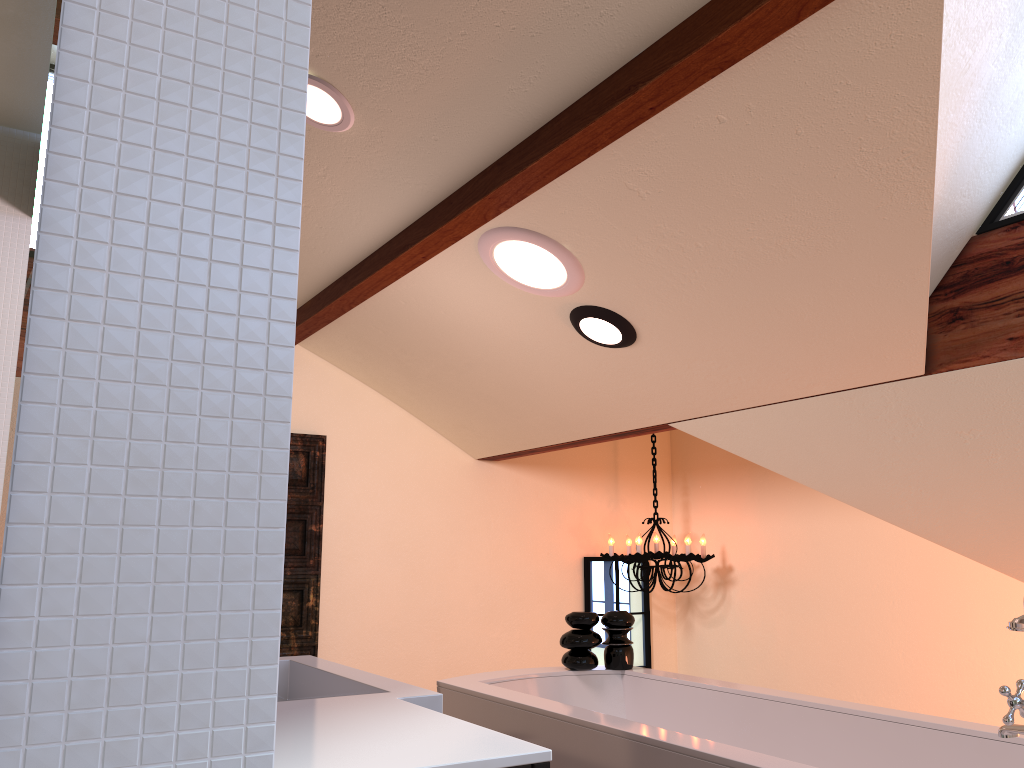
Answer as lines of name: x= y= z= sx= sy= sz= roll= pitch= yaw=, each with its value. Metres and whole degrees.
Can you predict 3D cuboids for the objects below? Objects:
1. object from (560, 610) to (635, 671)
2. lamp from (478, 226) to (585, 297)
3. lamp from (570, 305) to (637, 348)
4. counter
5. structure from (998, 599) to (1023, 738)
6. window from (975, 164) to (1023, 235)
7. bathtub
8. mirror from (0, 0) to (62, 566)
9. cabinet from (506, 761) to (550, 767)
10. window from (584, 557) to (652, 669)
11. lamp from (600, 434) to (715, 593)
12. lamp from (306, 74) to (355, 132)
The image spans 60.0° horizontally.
object: x=0.309 y=1.023 z=3.189 sx=0.276 sy=0.227 sz=0.157 roll=0 pitch=-11 yaw=-1
lamp: x=0.059 y=-0.426 z=2.817 sx=0.329 sy=0.170 sz=0.371 roll=8 pitch=-14 yaw=-35
lamp: x=0.307 y=-0.211 z=2.991 sx=0.214 sy=0.129 sz=0.247 roll=8 pitch=-14 yaw=-35
counter: x=-0.560 y=0.735 z=1.639 sx=0.443 sy=0.294 sz=1.865 roll=7 pitch=-14 yaw=-30
structure: x=1.077 y=0.919 z=1.412 sx=0.384 sy=1.112 sz=0.557 roll=3 pitch=-11 yaw=-16
window: x=1.312 y=-1.204 z=0.453 sx=2.111 sy=0.671 sz=3.537 roll=7 pitch=-14 yaw=-30
bathtub: x=0.604 y=1.276 z=2.196 sx=0.800 sy=0.689 sz=2.228 roll=7 pitch=-14 yaw=-30
mirror: x=-0.546 y=-0.423 z=0.434 sx=0.605 sy=1.268 sz=0.011 roll=6 pitch=-12 yaw=-31
cabinet: x=-0.585 y=1.051 z=1.568 sx=0.386 sy=0.916 sz=1.866 roll=6 pitch=-13 yaw=-30
window: x=0.587 y=1.431 z=4.958 sx=0.450 sy=0.696 sz=0.046 roll=6 pitch=-12 yaw=-31
lamp: x=0.769 y=0.677 z=4.789 sx=0.541 sy=1.117 sz=0.619 roll=4 pitch=-11 yaw=-20
lamp: x=-0.543 y=-0.866 z=2.464 sx=0.206 sy=0.101 sz=0.230 roll=6 pitch=-13 yaw=-26
